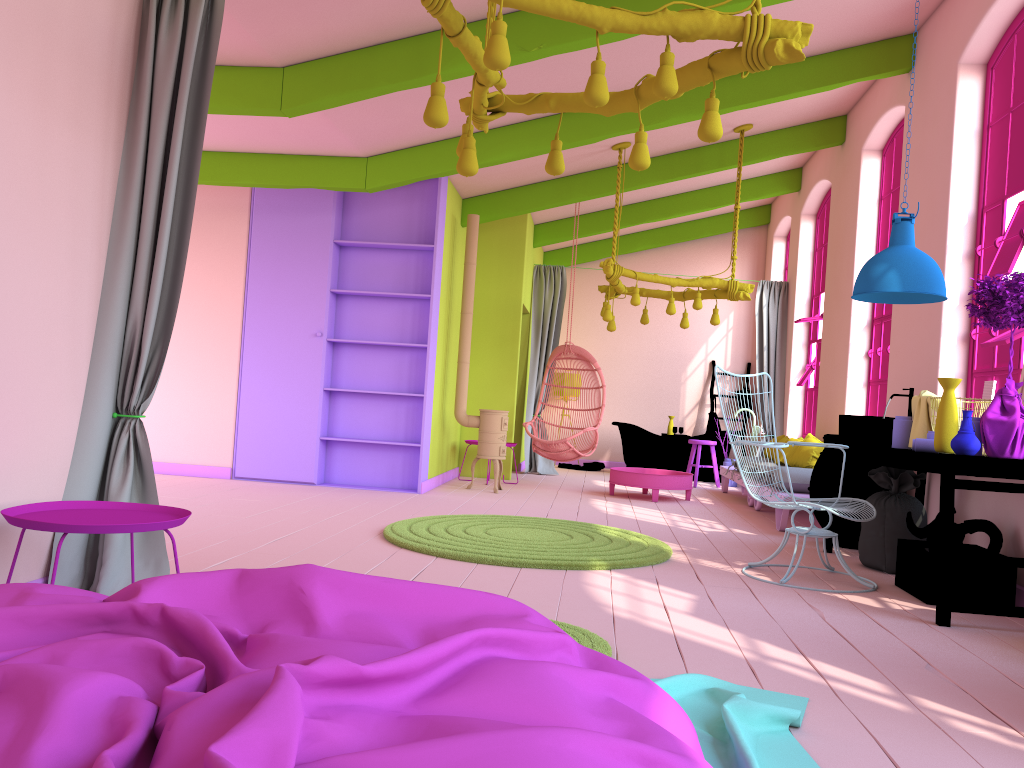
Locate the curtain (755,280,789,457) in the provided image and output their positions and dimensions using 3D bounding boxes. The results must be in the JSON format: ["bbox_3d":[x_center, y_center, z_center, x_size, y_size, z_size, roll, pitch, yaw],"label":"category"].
[{"bbox_3d":[3.324,0.025,11.409,0.518,2.785,0.525,4,-1,25],"label":"curtain"}]

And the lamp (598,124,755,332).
[{"bbox_3d":[1.513,-1.658,9.459,1.611,2.264,1.775,4,-1,-12],"label":"lamp"}]

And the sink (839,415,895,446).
[{"bbox_3d":[2.412,0.308,5.935,0.340,0.194,0.609,4,-1,6],"label":"sink"}]

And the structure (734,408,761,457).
[{"bbox_3d":[3.337,0.875,12.436,0.254,1.061,0.451,4,-1,-41],"label":"structure"}]

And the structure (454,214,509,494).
[{"bbox_3d":[-0.234,-0.315,9.159,0.577,2.814,0.403,4,-1,23],"label":"structure"}]

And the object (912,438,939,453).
[{"bbox_3d":[2.331,0.347,4.997,0.137,0.076,0.076,3,-1,26],"label":"object"}]

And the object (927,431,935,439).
[{"bbox_3d":[2.400,0.329,5.057,0.065,0.118,0.065,4,-1,-36],"label":"object"}]

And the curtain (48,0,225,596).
[{"bbox_3d":[-1.579,-0.499,3.769,0.518,2.785,0.525,4,0,-13],"label":"curtain"}]

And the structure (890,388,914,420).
[{"bbox_3d":[2.606,0.221,5.942,0.166,0.396,0.087,4,-1,15],"label":"structure"}]

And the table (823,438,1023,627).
[{"bbox_3d":[2.484,0.791,5.269,0.655,0.820,2.193,4,-1,6],"label":"table"}]

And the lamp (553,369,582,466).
[{"bbox_3d":[0.770,0.491,13.344,0.491,1.466,0.477,3,-1,36],"label":"lamp"}]

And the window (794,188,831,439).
[{"bbox_3d":[3.669,-0.832,10.379,0.551,3.009,1.514,4,-1,6],"label":"window"}]

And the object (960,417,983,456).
[{"bbox_3d":[2.389,0.271,4.613,0.109,0.197,0.109,3,-1,43],"label":"object"}]

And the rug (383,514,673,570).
[{"bbox_3d":[0.103,1.031,5.921,1.889,0.050,1.889,4,-1,-7],"label":"rug"}]

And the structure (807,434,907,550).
[{"bbox_3d":[2.634,0.820,6.771,0.718,0.844,0.718,4,-1,-27],"label":"structure"}]

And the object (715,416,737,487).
[{"bbox_3d":[2.870,0.858,11.734,0.277,0.987,0.451,4,-1,-40],"label":"object"}]

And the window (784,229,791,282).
[{"bbox_3d":[3.855,-0.792,12.278,0.072,3.047,1.275,4,-1,6],"label":"window"}]

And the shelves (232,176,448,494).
[{"bbox_3d":[-1.660,-0.554,8.560,1.841,3.104,0.384,4,0,6],"label":"shelves"}]

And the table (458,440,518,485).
[{"bbox_3d":[-0.254,0.878,9.987,0.596,0.458,0.596,3,-1,43],"label":"table"}]

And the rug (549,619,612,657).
[{"bbox_3d":[-0.027,0.983,3.379,0.792,0.021,0.792,4,-1,-12],"label":"rug"}]

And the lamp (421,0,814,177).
[{"bbox_3d":[0.248,-2.046,4.018,1.611,2.264,1.775,4,-1,-12],"label":"lamp"}]

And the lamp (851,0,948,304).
[{"bbox_3d":[2.365,-1.506,5.283,0.528,2.002,0.529,3,-1,37],"label":"lamp"}]

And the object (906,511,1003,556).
[{"bbox_3d":[2.510,0.967,5.086,0.300,0.448,0.672,4,-1,-19],"label":"object"}]

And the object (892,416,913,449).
[{"bbox_3d":[2.395,0.297,5.438,0.109,0.197,0.109,4,-1,-2],"label":"object"}]

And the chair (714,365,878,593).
[{"bbox_3d":[1.734,0.536,5.309,0.924,1.238,1.079,3,-1,40],"label":"chair"}]

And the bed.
[{"bbox_3d":[-0.542,0.671,1.413,2.802,0.514,3.577,4,-1,6],"label":"bed"}]

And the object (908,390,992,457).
[{"bbox_3d":[2.596,0.224,5.241,0.444,0.369,0.633,4,-1,6],"label":"object"}]

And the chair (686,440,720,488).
[{"bbox_3d":[2.425,1.023,11.431,0.473,0.593,0.446,4,-1,-26],"label":"chair"}]

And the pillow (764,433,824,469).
[{"bbox_3d":[2.940,0.689,9.116,0.578,0.399,1.998,4,-1,6],"label":"pillow"}]

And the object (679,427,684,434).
[{"bbox_3d":[2.385,0.694,12.519,0.069,0.170,0.069,4,-1,25],"label":"object"}]

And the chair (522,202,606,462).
[{"bbox_3d":[0.643,-0.691,9.922,0.860,3.129,0.806,4,-1,25],"label":"chair"}]

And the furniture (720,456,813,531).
[{"bbox_3d":[2.740,1.039,9.048,0.907,0.507,3.776,4,-1,6],"label":"furniture"}]

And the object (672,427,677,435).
[{"bbox_3d":[2.270,0.683,12.367,0.069,0.170,0.069,4,-1,25],"label":"object"}]

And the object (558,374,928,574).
[{"bbox_3d":[1.764,0.449,9.619,2.826,1.580,7.866,4,-1,6],"label":"object"}]

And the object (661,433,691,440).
[{"bbox_3d":[2.317,0.750,12.558,0.360,0.068,1.324,4,-1,6],"label":"object"}]

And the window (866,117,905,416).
[{"bbox_3d":[3.429,-0.905,7.937,0.072,3.047,1.275,4,-1,6],"label":"window"}]

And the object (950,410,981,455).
[{"bbox_3d":[2.233,0.240,4.359,0.132,0.219,0.132,4,-1,22],"label":"object"}]

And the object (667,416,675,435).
[{"bbox_3d":[2.245,0.612,12.536,0.097,0.321,0.097,4,-1,17],"label":"object"}]

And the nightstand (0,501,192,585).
[{"bbox_3d":[-1.434,0.664,3.052,0.596,0.458,0.596,3,-1,43],"label":"nightstand"}]

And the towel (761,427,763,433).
[{"bbox_3d":[3.664,0.654,12.533,0.262,0.102,0.247,4,-1,6],"label":"towel"}]

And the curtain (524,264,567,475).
[{"bbox_3d":[0.410,-0.222,11.708,0.518,2.785,0.525,4,0,-13],"label":"curtain"}]

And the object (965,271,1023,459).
[{"bbox_3d":[2.518,-0.099,4.481,0.441,0.950,0.502,4,-1,-34],"label":"object"}]

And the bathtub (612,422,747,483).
[{"bbox_3d":[2.336,0.964,12.552,1.889,0.740,0.826,4,-1,6],"label":"bathtub"}]

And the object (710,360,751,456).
[{"bbox_3d":[3.228,0.533,13.207,0.603,1.764,0.410,4,0,6],"label":"object"}]

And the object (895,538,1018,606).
[{"bbox_3d":[2.458,1.055,4.944,0.446,0.277,0.522,4,-1,6],"label":"object"}]

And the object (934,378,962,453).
[{"bbox_3d":[2.239,0.163,4.559,0.116,0.383,0.116,4,-1,-21],"label":"object"}]

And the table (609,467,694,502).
[{"bbox_3d":[1.477,1.072,9.459,0.885,0.285,0.886,3,-1,32],"label":"table"}]

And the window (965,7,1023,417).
[{"bbox_3d":[3.193,-0.960,5.488,0.492,3.003,1.497,4,-1,6],"label":"window"}]
